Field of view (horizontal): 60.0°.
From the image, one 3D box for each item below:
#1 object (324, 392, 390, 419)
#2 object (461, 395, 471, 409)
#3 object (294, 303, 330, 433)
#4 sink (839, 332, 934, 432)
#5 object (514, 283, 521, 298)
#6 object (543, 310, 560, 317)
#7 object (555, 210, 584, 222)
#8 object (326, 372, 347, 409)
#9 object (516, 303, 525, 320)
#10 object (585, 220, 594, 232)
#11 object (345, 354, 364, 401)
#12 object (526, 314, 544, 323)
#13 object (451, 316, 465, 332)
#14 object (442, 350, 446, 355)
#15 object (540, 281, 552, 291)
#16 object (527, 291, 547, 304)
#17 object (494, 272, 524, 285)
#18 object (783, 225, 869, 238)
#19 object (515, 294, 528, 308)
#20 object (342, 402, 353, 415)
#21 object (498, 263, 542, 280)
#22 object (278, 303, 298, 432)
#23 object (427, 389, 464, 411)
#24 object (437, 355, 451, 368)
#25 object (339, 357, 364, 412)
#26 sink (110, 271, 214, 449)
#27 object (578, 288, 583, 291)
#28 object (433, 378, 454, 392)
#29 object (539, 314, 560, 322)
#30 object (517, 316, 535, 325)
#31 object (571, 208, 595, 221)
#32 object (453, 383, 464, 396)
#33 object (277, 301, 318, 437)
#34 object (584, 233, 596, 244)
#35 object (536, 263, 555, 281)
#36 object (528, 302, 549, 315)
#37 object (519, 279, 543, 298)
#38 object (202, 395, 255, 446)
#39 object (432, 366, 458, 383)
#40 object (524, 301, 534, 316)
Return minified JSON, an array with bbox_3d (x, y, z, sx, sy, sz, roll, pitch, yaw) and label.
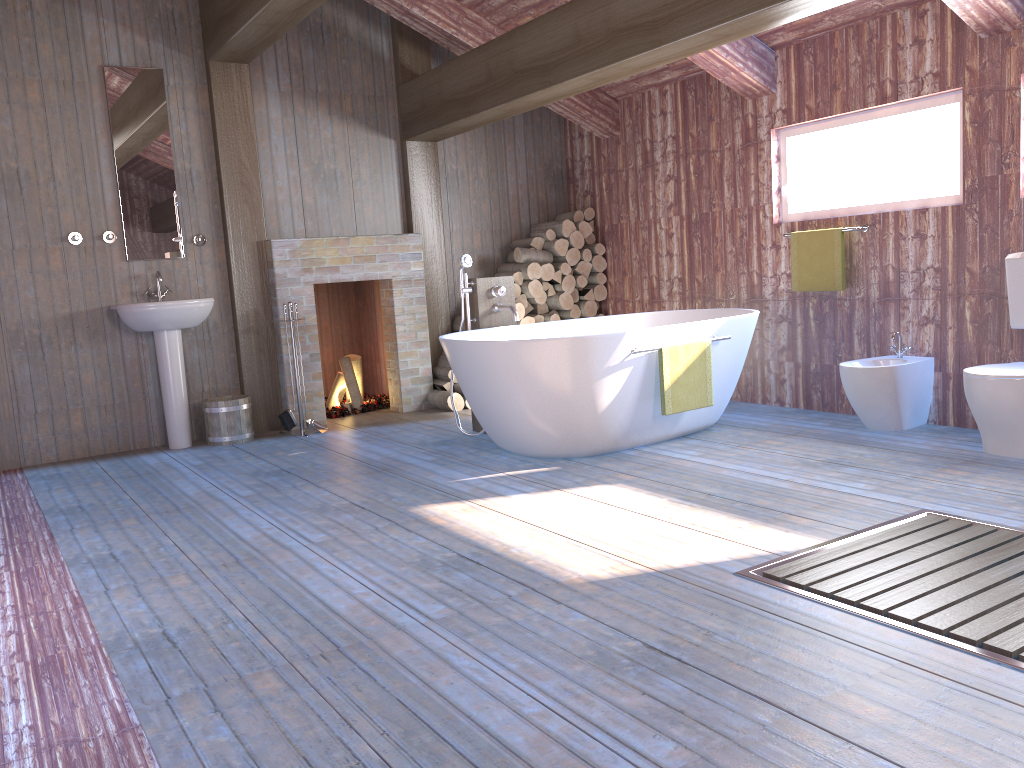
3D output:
[{"bbox_3d":[-1.373,0.160,7.072,0.935,0.085,0.829,2,10,40],"label":"object"},{"bbox_3d":[-0.421,0.126,6.681,0.098,0.100,0.437,-9,9,-33],"label":"object"},{"bbox_3d":[-1.377,-0.109,5.918,0.206,0.871,0.126,-3,7,11],"label":"object"},{"bbox_3d":[1.998,-0.008,4.772,0.515,0.517,0.335,-8,8,-31],"label":"sink"},{"bbox_3d":[-0.054,-0.721,6.848,0.115,0.123,0.291,-8,8,-31],"label":"object"},{"bbox_3d":[0.254,-0.541,7.185,0.116,0.118,0.289,-9,9,-34],"label":"object"},{"bbox_3d":[0.463,-1.332,7.177,0.104,0.121,0.270,-8,8,-31],"label":"object"},{"bbox_3d":[-1.353,0.059,6.893,0.221,0.306,0.121,-5,7,-4],"label":"object"},{"bbox_3d":[-0.074,-0.564,6.857,0.138,0.147,0.440,-8,9,-31],"label":"object"},{"bbox_3d":[0.552,-1.286,7.257,0.081,0.100,0.281,-8,9,-32],"label":"object"},{"bbox_3d":[-1.252,-0.007,7.026,0.140,0.459,0.266,-6,8,-14],"label":"object"},{"bbox_3d":[0.125,-0.494,6.994,0.114,0.120,0.303,-8,8,-31],"label":"object"},{"bbox_3d":[-0.289,-0.452,6.742,0.139,0.137,0.455,-9,9,-33],"label":"object"},{"bbox_3d":[-0.386,-0.215,6.684,0.117,0.120,0.370,-9,9,-33],"label":"object"},{"bbox_3d":[0.201,-0.773,7.013,0.088,0.092,0.280,-8,8,-31],"label":"object"},{"bbox_3d":[0.147,-0.687,6.982,0.115,0.123,0.291,-8,8,-31],"label":"object"},{"bbox_3d":[-0.023,-0.818,6.877,0.106,0.112,0.282,-8,8,-31],"label":"object"},{"bbox_3d":[1.830,-0.899,5.246,0.091,0.043,0.581,-8,9,-31],"label":"object"},{"bbox_3d":[-0.009,-0.641,6.903,0.111,0.113,0.301,-9,9,-32],"label":"object"},{"bbox_3d":[-1.222,0.170,6.800,0.085,0.084,0.278,-2,8,15],"label":"object"},{"bbox_3d":[0.058,-0.877,6.918,0.135,0.145,0.439,-8,9,-31],"label":"object"},{"bbox_3d":[-1.508,-0.103,5.849,0.062,0.846,0.136,2,9,39],"label":"object"},{"bbox_3d":[-0.529,0.119,6.611,0.141,0.143,0.437,-9,9,-33],"label":"object"},{"bbox_3d":[-0.470,-0.173,6.710,0.085,0.091,0.280,-9,9,-32],"label":"object"},{"bbox_3d":[-1.222,0.008,6.776,0.098,0.434,0.283,-9,9,-33],"label":"object"},{"bbox_3d":[-2.151,-0.146,5.620,0.582,1.143,0.475,-9,9,-32],"label":"sink"},{"bbox_3d":[0.507,-0.790,7.194,0.067,0.069,0.177,-8,9,-31],"label":"object"},{"bbox_3d":[-0.540,0.014,6.688,0.099,0.093,0.280,-8,8,-31],"label":"object"},{"bbox_3d":[0.214,-0.510,7.043,0.098,0.100,0.437,-9,9,-33],"label":"object"},{"bbox_3d":[-0.001,-0.468,6.930,0.139,0.148,0.458,-8,9,-31],"label":"object"},{"bbox_3d":[0.551,-1.369,7.231,0.112,0.113,0.271,-8,9,-31],"label":"object"},{"bbox_3d":[-0.399,0.017,6.674,0.150,0.159,0.483,-9,9,-33],"label":"object"},{"bbox_3d":[-1.475,-0.106,5.931,0.276,0.888,0.333,-3,7,10],"label":"object"},{"bbox_3d":[0.559,-1.188,7.252,0.107,0.115,0.269,-8,8,-30],"label":"object"},{"bbox_3d":[0.155,-0.877,6.980,0.138,0.147,0.440,-8,9,-31],"label":"object"},{"bbox_3d":[0.159,-0.613,7.118,0.104,0.127,0.321,-8,9,-31],"label":"object"},{"bbox_3d":[0.059,-0.739,6.924,0.141,0.143,0.437,-9,9,-33],"label":"object"},{"bbox_3d":[-1.856,0.236,5.810,0.309,0.290,0.308,-7,8,-21],"label":"object"},{"bbox_3d":[-0.500,-0.076,6.704,0.114,0.120,0.303,-8,8,-31],"label":"object"},{"bbox_3d":[0.033,-0.608,7.036,0.128,0.150,0.323,-8,9,-31],"label":"object"}]
